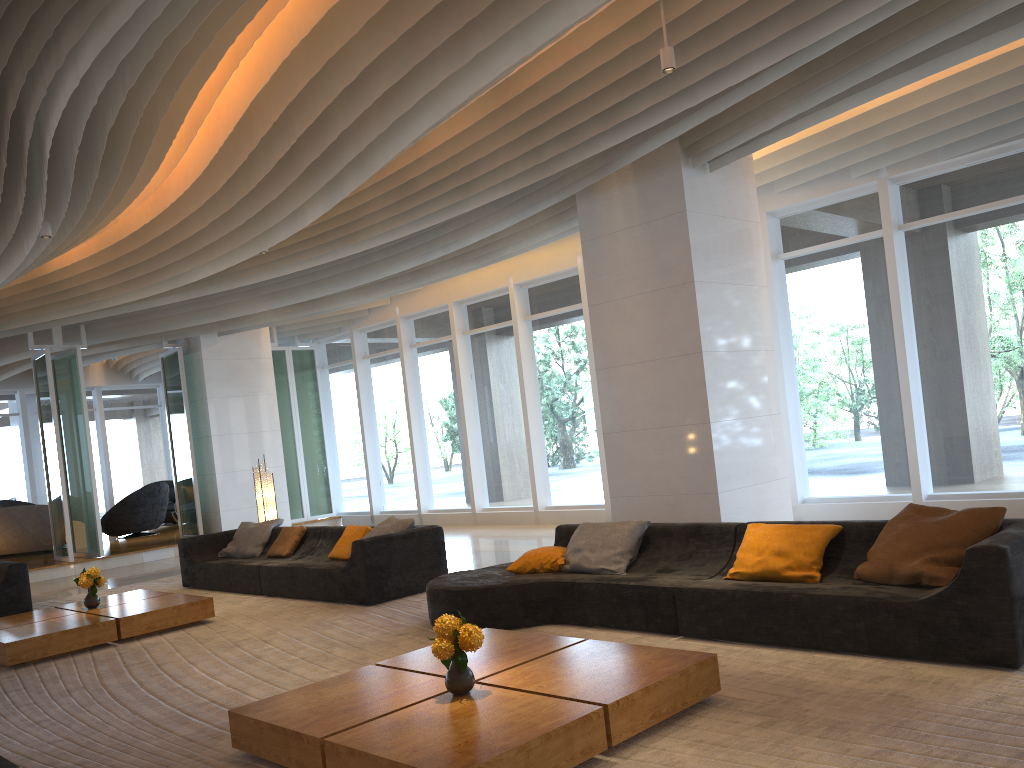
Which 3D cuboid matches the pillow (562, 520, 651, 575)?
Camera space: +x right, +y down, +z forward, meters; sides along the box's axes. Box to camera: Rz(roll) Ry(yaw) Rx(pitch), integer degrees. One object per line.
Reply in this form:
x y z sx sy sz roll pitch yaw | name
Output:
0.647 1.202 6.361 0.468 0.416 0.656 -5 -3 -45 | pillow

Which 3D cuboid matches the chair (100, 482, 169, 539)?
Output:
-7.350 2.474 17.341 1.127 1.005 1.532 -7 -2 18 | chair

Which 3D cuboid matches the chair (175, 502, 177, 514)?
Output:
-6.371 2.449 18.826 1.540 1.005 1.121 -4 -3 -42 | chair

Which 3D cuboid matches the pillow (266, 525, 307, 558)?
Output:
-2.442 1.705 9.600 0.402 0.312 0.326 -8 -2 43 | pillow

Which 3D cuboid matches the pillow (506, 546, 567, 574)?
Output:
0.218 1.322 6.649 0.446 0.192 0.590 -7 -3 10 | pillow

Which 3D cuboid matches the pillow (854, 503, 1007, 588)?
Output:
2.260 0.870 4.833 0.553 0.377 0.633 -6 -3 -23 | pillow

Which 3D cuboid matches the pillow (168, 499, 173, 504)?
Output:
-8.055 2.589 20.077 0.466 0.454 0.629 -7 -2 32 | pillow

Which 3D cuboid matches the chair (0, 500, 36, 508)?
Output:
-9.534 2.716 17.245 1.123 1.005 1.537 -7 -2 28 | chair

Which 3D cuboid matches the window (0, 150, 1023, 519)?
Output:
1.068 -0.131 8.742 54.182 3.218 22.287 -7 -3 10 | window

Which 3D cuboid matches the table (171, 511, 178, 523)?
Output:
-6.966 2.906 19.581 1.095 0.318 0.807 -4 -4 -38 | table

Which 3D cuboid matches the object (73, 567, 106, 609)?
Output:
-3.743 1.803 7.887 0.237 0.377 0.264 -6 -1 -13 | object

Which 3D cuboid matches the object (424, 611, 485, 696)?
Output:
-0.243 1.177 3.898 0.238 0.377 0.263 -6 -1 -23 | object

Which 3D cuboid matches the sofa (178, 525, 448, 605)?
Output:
-2.201 1.820 9.202 0.955 0.582 3.726 -4 -4 -45 | sofa

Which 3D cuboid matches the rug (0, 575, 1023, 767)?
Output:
-0.375 1.630 4.306 5.593 0.022 16.000 -3 -5 -45 | rug

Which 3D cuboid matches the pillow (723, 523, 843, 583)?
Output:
1.625 1.052 5.370 0.628 0.394 0.456 -9 -3 44 | pillow

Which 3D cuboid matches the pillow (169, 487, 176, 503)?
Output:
-7.923 2.579 20.464 0.614 0.422 0.367 -5 -2 -42 | pillow

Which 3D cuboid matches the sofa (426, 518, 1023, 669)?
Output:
1.056 1.247 5.641 4.087 0.582 1.371 -10 -4 44 | sofa

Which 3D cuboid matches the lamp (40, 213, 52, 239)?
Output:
-4.137 -2.022 7.709 0.089 1.506 0.089 -6 0 0 | lamp

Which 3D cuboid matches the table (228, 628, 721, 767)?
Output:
-0.166 1.480 4.079 1.624 0.220 1.579 -3 -5 -45 | table

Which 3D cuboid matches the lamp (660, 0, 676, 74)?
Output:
0.903 -2.716 5.573 0.088 1.506 0.090 -6 0 36 | lamp

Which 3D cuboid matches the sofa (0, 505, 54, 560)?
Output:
-8.711 2.571 15.420 2.556 0.901 1.113 -7 -2 5 | sofa

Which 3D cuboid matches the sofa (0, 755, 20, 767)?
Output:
-1.731 1.383 2.532 0.955 0.582 3.726 -4 -4 -45 | sofa

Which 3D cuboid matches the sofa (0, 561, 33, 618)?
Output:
-4.986 1.986 7.226 2.866 0.653 5.019 -3 -4 -45 | sofa

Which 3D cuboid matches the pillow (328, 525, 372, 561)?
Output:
-1.599 1.561 8.742 0.326 0.312 0.402 -5 -2 -43 | pillow

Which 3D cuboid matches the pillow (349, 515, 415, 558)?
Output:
-1.238 1.471 8.395 0.553 0.377 0.633 -6 -3 -23 | pillow

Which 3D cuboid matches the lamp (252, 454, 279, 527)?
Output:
-3.125 1.623 11.328 0.253 1.450 0.247 -7 0 -45 | lamp

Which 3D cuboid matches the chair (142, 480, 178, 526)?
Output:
-7.766 2.690 20.264 1.537 1.005 1.122 -5 -2 -32 | chair

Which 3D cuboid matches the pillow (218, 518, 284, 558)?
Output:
-3.012 1.776 10.201 0.632 0.377 0.553 -7 -2 23 | pillow

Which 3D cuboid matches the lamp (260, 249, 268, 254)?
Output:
-2.656 -2.105 9.182 0.089 1.506 0.089 -6 0 0 | lamp

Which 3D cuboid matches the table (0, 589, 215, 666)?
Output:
-3.708 2.088 7.685 1.624 0.220 1.579 -3 -5 -45 | table
